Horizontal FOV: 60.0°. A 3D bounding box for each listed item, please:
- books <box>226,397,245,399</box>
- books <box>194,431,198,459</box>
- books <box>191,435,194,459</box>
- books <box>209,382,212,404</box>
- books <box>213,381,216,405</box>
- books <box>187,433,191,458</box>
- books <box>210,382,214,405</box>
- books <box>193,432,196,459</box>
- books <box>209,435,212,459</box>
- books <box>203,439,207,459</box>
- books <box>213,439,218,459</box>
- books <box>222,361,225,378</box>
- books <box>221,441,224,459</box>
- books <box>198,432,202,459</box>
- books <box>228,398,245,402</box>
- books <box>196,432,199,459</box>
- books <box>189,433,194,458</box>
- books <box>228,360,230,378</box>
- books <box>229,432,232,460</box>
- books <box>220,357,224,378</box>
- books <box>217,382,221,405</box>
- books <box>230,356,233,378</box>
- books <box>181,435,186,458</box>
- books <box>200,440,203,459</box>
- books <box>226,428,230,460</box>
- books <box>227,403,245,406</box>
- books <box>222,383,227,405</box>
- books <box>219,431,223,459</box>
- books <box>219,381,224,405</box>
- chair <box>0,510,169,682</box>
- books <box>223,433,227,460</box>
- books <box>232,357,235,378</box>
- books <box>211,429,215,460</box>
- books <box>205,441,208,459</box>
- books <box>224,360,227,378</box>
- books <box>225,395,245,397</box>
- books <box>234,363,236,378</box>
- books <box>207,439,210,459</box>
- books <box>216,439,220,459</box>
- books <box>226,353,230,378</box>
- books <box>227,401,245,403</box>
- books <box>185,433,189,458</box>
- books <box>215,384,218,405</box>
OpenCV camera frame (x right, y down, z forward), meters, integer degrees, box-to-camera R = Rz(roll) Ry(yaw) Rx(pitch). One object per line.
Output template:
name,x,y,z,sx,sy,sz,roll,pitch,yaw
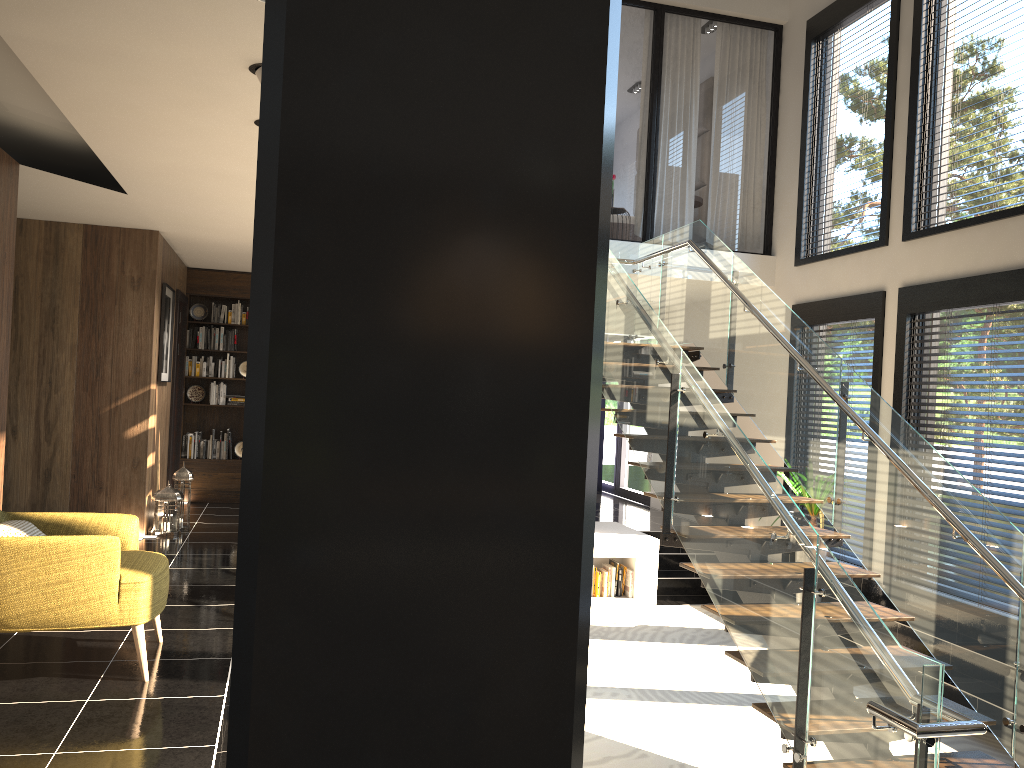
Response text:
books,-3.203,0.160,10.406,0.293,0.016,0.174,3,-1,-16
books,-3.658,0.708,10.286,0.015,0.306,0.222,3,0,-15
books,-3.693,0.724,10.278,0.022,0.269,0.216,3,0,-15
books,-3.516,0.106,10.340,0.020,0.264,0.152,3,0,-15
books,-3.465,0.103,10.327,0.018,0.275,0.144,3,0,-15
books,-3.742,0.715,10.280,0.014,0.282,0.232,3,0,-15
books,-3.484,0.110,10.311,0.026,0.257,0.192,3,0,-15
books,-3.675,0.708,10.288,0.016,0.304,0.217,3,0,-15
books,-3.501,0.729,10.334,0.017,0.282,0.232,3,0,-15
books,-3.573,0.757,10.310,0.021,0.217,0.220,3,0,-15
books,-3.468,0.760,10.365,0.034,0.223,0.208,3,0,-15
books,-3.369,-0.169,10.357,0.025,0.193,0.172,3,0,-15
books,-3.385,0.772,10.385,0.033,0.208,0.192,3,0,-15
books,-3.631,0.711,10.321,0.020,0.304,0.189,3,0,-15
books,-3.206,0.185,10.419,0.244,0.033,0.142,3,-1,-19
books,-3.651,0.711,10.323,0.018,0.301,0.195,3,0,-15
books,-3.725,0.716,10.302,0.030,0.282,0.170,3,0,-15
books,-3.307,-0.174,10.388,0.018,0.210,0.157,3,0,-15
books,-3.297,0.723,10.387,0.042,0.315,0.193,3,0,-15
books,-3.392,-0.195,10.363,0.020,0.243,0.154,3,0,-15
books,-3.419,0.110,10.359,0.024,0.265,0.148,3,0,-15
books,-3.284,-0.198,10.382,0.021,0.260,0.197,3,0,-15
books,-3.802,0.723,10.290,0.032,0.261,0.194,3,0,-15
books,-3.612,0.758,10.349,0.035,0.212,0.159,3,0,-15
books,-3.320,0.701,10.357,0.019,0.356,0.235,3,0,-15
books,-3.208,0.239,10.416,0.262,0.032,0.154,3,-1,-13
books,-3.364,0.120,10.384,0.030,0.253,0.138,3,0,-15
books,-3.401,0.714,10.360,0.016,0.322,0.218,3,0,-15
books,-3.389,0.105,10.359,0.032,0.279,0.133,3,0,-15
chair,-2.201,0.802,4.285,1.031,1.097,0.807,3,0,-16
books,-3.349,0.726,10.374,0.027,0.304,0.204,3,0,-15
books,-3.268,-0.189,10.408,0.023,0.244,0.133,3,0,-15
books,-3.479,0.700,10.321,0.016,0.341,0.217,3,0,-15
books,-3.556,0.764,10.342,0.029,0.207,0.166,3,0,-15
books,-3.349,-0.178,10.387,0.027,0.214,0.159,3,0,-15
books,-3.199,0.146,10.399,0.292,0.013,0.187,3,-1,-12
books,-3.249,-0.156,10.403,0.015,0.181,0.136,3,0,-15
books,-3.526,0.757,10.339,0.026,0.222,0.209,3,0,-15
books,-3.434,0.762,10.373,0.036,0.222,0.173,3,0,-15
books,-3.319,-0.212,10.369,0.018,0.284,0.198,3,0,-15
books,-3.207,0.212,10.418,0.266,0.021,0.152,3,-1,-16
books,-3.772,0.711,10.305,0.032,0.288,0.180,3,0,-15
books,-3.448,0.119,10.358,0.032,0.245,0.120,3,0,-15
